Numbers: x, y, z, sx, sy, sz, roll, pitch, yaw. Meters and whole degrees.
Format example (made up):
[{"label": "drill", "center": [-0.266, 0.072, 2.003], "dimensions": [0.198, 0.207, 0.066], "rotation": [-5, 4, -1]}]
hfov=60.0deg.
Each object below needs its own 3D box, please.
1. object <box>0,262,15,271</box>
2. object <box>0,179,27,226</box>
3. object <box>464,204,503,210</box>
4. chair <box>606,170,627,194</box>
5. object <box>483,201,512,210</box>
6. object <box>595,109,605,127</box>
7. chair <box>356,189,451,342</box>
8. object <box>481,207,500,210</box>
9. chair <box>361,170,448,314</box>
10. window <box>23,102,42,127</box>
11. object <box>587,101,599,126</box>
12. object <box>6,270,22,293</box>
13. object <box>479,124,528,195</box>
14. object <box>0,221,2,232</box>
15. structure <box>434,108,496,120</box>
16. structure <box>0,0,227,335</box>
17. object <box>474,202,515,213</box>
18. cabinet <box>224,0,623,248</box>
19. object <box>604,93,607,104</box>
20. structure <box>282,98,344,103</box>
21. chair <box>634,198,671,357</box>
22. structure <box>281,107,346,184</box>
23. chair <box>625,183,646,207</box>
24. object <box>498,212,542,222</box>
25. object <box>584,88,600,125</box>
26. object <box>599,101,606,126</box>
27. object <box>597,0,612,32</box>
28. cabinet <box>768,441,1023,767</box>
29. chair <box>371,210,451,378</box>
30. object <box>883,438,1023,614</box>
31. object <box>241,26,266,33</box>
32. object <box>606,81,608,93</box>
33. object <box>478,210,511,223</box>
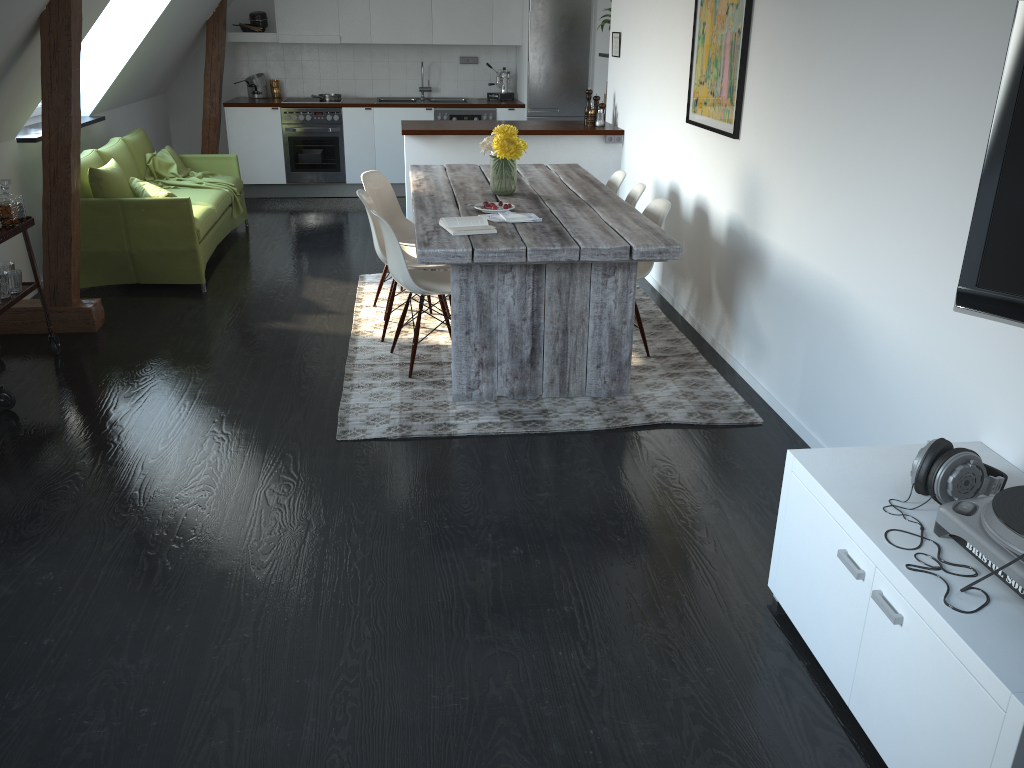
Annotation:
[{"label": "object", "center": [-2.502, -0.537, 4.383], "dimensions": [0.095, 0.119, 0.095], "rotation": [-20, 30, -41]}, {"label": "object", "center": [-2.434, -0.877, 4.281], "dimensions": [0.101, 0.211, 0.101], "rotation": [4, 22, 7]}, {"label": "object", "center": [-0.141, -0.878, 4.392], "dimensions": [0.194, 0.022, 0.019], "rotation": [4, 22, 8]}, {"label": "chair", "center": [0.436, -0.957, 5.688], "dimensions": [0.542, 0.801, 0.465], "rotation": [-2, 22, -6]}, {"label": "object", "center": [-0.075, -0.888, 4.415], "dimensions": [0.132, 0.034, 0.144], "rotation": [-14, 26, -32]}, {"label": "object", "center": [0.686, -2.077, 6.915], "dimensions": [0.069, 0.135, 0.069], "rotation": [-12, 26, -30]}, {"label": "chair", "center": [-0.574, -0.676, 4.957], "dimensions": [0.542, 0.801, 0.465], "rotation": [-2, 22, -6]}, {"label": "object", "center": [-0.104, -0.875, 4.403], "dimensions": [0.110, 0.011, 0.058], "rotation": [0, 22, -3]}, {"label": "chair", "center": [-0.640, -0.892, 5.489], "dimensions": [0.542, 0.801, 0.465], "rotation": [8, 23, 17]}, {"label": "window", "center": [-0.052, -2.616, 2.652], "dimensions": [5.959, 4.249, 8.018], "rotation": [-2, 22, -7]}, {"label": "object", "center": [0.632, -2.118, 6.938], "dimensions": [0.080, 0.192, 0.058], "rotation": [-8, 24, -22]}, {"label": "object", "center": [-2.426, -0.497, 4.313], "dimensions": [0.092, 0.099, 0.092], "rotation": [-11, 25, -27]}, {"label": "object", "center": [-0.041, -1.210, 4.783], "dimensions": [0.233, 0.365, 0.293], "rotation": [-15, 27, -33]}, {"label": "object", "center": [-2.382, -0.802, 3.994], "dimensions": [0.114, 0.292, 0.114], "rotation": [-14, 26, -32]}, {"label": "structure", "center": [-0.494, -2.481, 9.128], "dimensions": [0.612, 0.725, 0.582], "rotation": [-2, 22, -7]}, {"label": "structure", "center": [-2.457, -0.530, 3.017], "dimensions": [1.023, 1.963, 12.350], "rotation": [-2, 22, -7]}, {"label": "object", "center": [-0.087, -0.873, 4.408], "dimensions": [0.205, 0.024, 0.205], "rotation": [-5, 23, -14]}, {"label": "cabinet", "center": [-0.573, -2.713, 7.925], "dimensions": [4.208, 2.369, 3.033], "rotation": [-2, 22, -7]}, {"label": "object", "center": [0.965, -2.398, 7.517], "dimensions": [0.287, 0.101, 0.329], "rotation": [-4, 22, -11]}, {"label": "structure", "center": [-1.986, -2.818, 8.873], "dimensions": [0.574, 0.041, 0.504], "rotation": [-2, 22, -7]}, {"label": "chair", "center": [0.545, -0.579, 4.758], "dimensions": [0.542, 0.801, 0.465], "rotation": [-3, 22, -10]}, {"label": "structure", "center": [-1.989, -2.460, 9.034], "dimensions": [0.583, 0.725, 0.749], "rotation": [-2, 22, -7]}, {"label": "chair", "center": [0.492, -0.780, 5.252], "dimensions": [0.542, 0.801, 0.465], "rotation": [0, 22, -1]}, {"label": "object", "center": [0.039, -0.800, 4.240], "dimensions": [0.182, 0.016, 0.179], "rotation": [-4, 22, -12]}, {"label": "object", "center": [0.634, -2.191, 6.999], "dimensions": [0.123, 0.283, 0.061], "rotation": [-2, 22, -7]}, {"label": "object", "center": [0.707, -2.127, 6.973], "dimensions": [0.058, 0.184, 0.058], "rotation": [-3, 22, -10]}, {"label": "object", "center": [0.949, -2.993, 7.338], "dimensions": [0.493, 0.486, 0.506], "rotation": [6, 22, 12]}, {"label": "cabinet", "center": [1.151, 0.615, 2.220], "dimensions": [0.623, 0.507, 1.069], "rotation": [-2, 22, -7]}, {"label": "chair", "center": [-0.422, -0.485, 4.490], "dimensions": [0.542, 0.801, 0.465], "rotation": [-7, 23, -20]}, {"label": "object", "center": [1.166, 0.319, 2.066], "dimensions": [0.558, 0.162, 0.742], "rotation": [-3, 22, -9]}, {"label": "object", "center": [-2.544, -3.492, 8.735], "dimensions": [0.243, 0.056, 0.350], "rotation": [-6, 23, -17]}, {"label": "object", "center": [0.968, -2.496, 7.488], "dimensions": [0.329, 0.101, 0.287], "rotation": [2, 22, 3]}, {"label": "object", "center": [-0.046, -0.802, 4.246], "dimensions": [0.182, 0.014, 0.185], "rotation": [-13, 26, -30]}]
